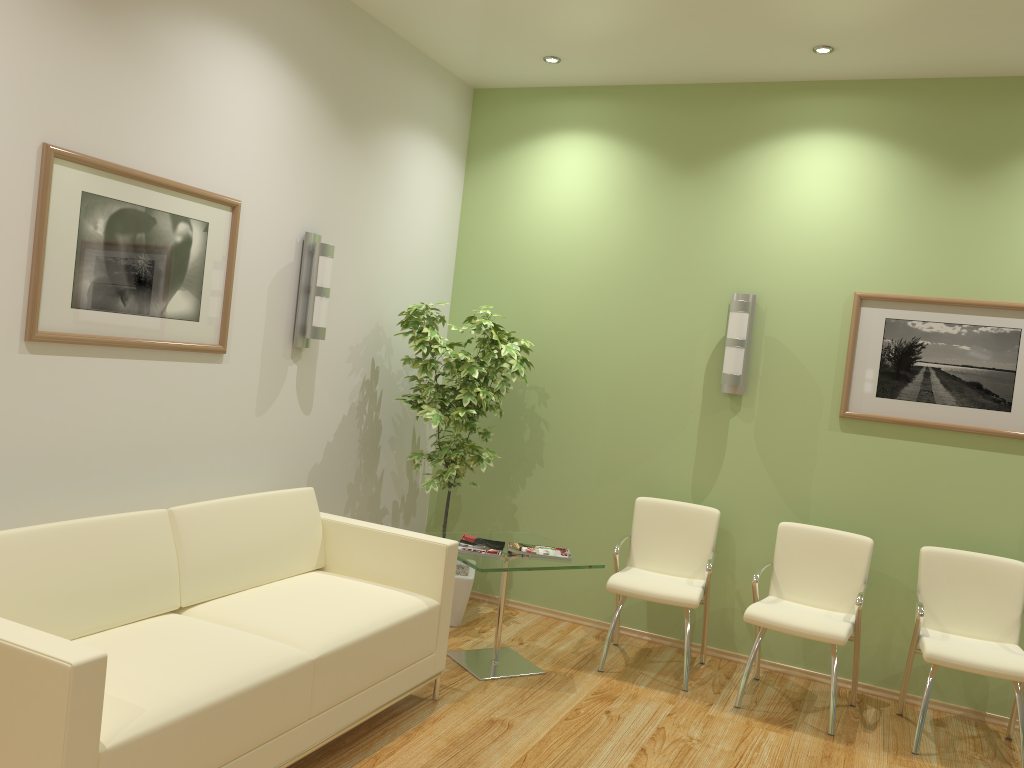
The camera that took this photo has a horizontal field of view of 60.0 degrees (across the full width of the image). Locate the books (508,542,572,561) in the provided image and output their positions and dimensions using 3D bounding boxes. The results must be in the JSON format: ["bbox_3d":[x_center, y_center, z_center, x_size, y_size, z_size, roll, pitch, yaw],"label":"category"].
[{"bbox_3d":[0.141,0.863,4.623,0.328,0.031,0.230,6,2,-1],"label":"books"}]

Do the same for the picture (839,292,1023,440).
[{"bbox_3d":[2.305,-0.106,4.703,1.000,0.700,0.025,7,2,24],"label":"picture"}]

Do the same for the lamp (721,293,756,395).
[{"bbox_3d":[1.293,-0.233,5.094,0.134,0.580,0.142,7,2,24],"label":"lamp"}]

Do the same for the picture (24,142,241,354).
[{"bbox_3d":[-1.469,-0.491,3.572,0.025,0.700,1.000,7,2,24],"label":"picture"}]

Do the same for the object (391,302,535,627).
[{"bbox_3d":[-0.351,0.464,5.249,0.668,1.900,0.943,8,2,32],"label":"object"}]

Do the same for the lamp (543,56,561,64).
[{"bbox_3d":[0.232,-1.878,5.144,0.105,0.011,0.105,5,2,-40],"label":"lamp"}]

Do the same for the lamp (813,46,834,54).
[{"bbox_3d":[1.591,-1.705,4.533,0.105,0.011,0.105,7,2,5],"label":"lamp"}]

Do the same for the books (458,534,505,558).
[{"bbox_3d":[-0.161,0.831,4.569,0.230,0.031,0.328,7,2,4],"label":"books"}]

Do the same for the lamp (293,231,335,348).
[{"bbox_3d":[-0.995,-0.469,4.488,0.142,0.580,0.134,7,2,24],"label":"lamp"}]

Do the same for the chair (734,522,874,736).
[{"bbox_3d":[1.505,1.208,4.547,0.536,0.881,0.650,7,2,29],"label":"chair"}]

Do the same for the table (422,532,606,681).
[{"bbox_3d":[-0.052,1.165,4.648,0.736,0.614,0.736,5,2,-31],"label":"table"}]
